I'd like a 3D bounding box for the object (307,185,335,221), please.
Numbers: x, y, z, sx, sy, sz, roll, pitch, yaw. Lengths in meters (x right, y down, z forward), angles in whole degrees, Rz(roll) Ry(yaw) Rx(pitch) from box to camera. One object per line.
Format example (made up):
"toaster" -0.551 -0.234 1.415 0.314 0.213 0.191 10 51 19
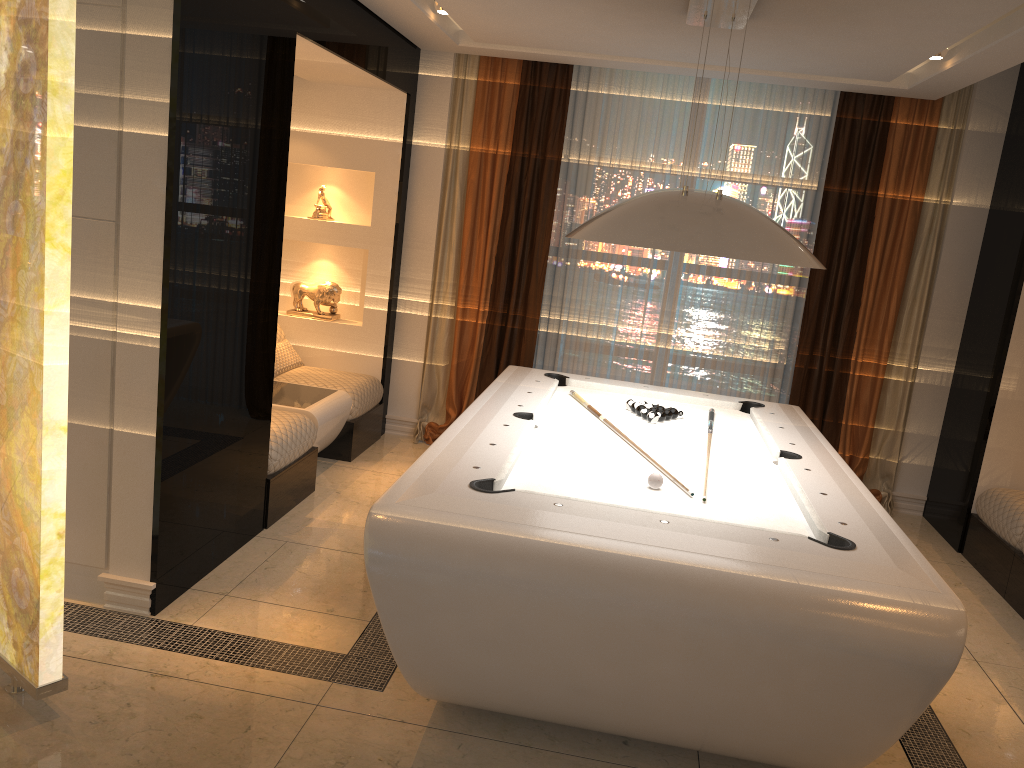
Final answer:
"object" -1.304 -1.251 6.111 0.142 0.236 0.162 8 11 7

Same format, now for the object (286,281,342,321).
"object" -1.376 -0.604 6.252 0.364 0.264 0.180 8 11 7

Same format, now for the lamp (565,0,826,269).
"lamp" 0.770 -1.039 3.526 0.939 0.995 1.578 8 11 7

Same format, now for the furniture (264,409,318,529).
"furniture" -1.648 0.186 4.672 1.107 0.810 0.660 8 11 7

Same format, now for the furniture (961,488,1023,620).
"furniture" 3.142 0.801 4.464 1.107 0.810 1.312 8 11 7

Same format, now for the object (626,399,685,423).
"object" 0.727 0.136 4.326 0.265 0.057 0.299 3 12 -18

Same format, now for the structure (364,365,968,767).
"structure" 0.555 0.608 3.852 1.659 0.812 2.912 8 11 7

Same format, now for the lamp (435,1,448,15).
"lamp" -0.363 -2.062 4.782 0.107 0.127 0.107 5 11 -11

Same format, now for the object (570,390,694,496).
"object" 0.471 0.214 3.856 0.028 0.026 1.605 4 11 -13

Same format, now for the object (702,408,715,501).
"object" 0.847 0.267 3.814 0.028 0.026 1.605 9 11 12

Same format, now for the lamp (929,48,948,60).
"lamp" 2.139 -1.699 4.462 0.107 0.127 0.107 5 11 -11

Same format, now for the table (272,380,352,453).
"table" -1.613 0.244 5.330 1.143 0.457 0.608 8 11 7

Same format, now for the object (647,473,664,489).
"object" 0.510 0.344 3.150 0.057 0.057 0.057 2 12 -23

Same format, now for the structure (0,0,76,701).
"structure" -1.570 -0.107 1.684 0.448 2.555 2.180 8 11 7

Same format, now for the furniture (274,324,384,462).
"furniture" -1.461 -0.035 5.904 1.107 0.810 0.660 8 11 7
